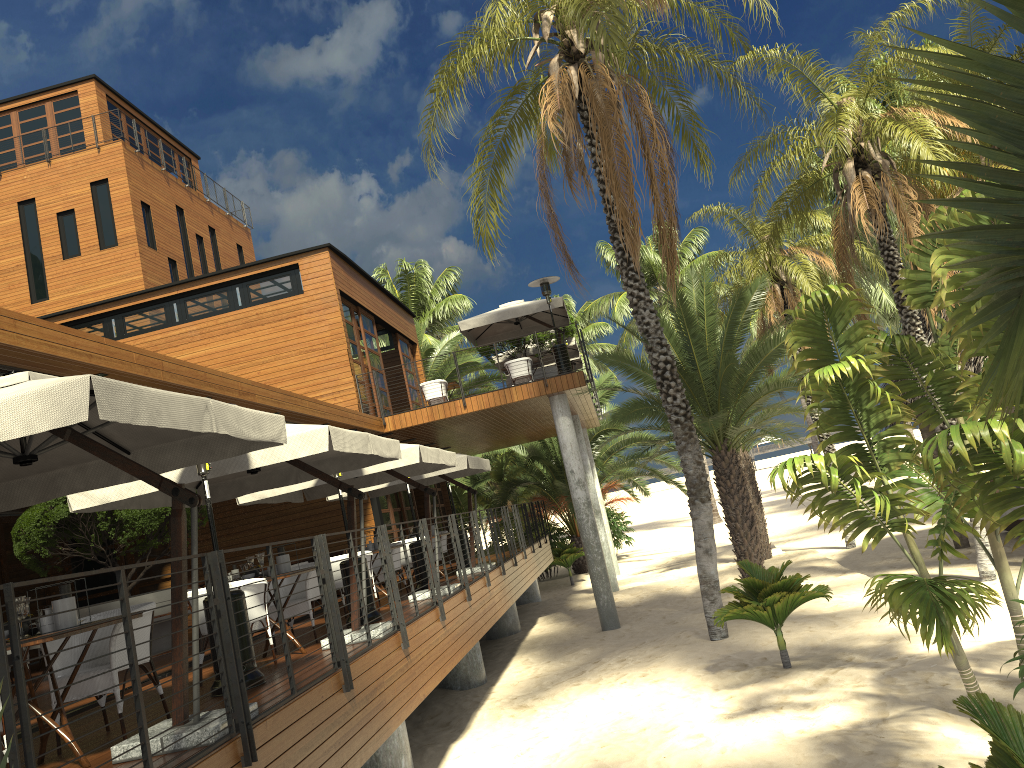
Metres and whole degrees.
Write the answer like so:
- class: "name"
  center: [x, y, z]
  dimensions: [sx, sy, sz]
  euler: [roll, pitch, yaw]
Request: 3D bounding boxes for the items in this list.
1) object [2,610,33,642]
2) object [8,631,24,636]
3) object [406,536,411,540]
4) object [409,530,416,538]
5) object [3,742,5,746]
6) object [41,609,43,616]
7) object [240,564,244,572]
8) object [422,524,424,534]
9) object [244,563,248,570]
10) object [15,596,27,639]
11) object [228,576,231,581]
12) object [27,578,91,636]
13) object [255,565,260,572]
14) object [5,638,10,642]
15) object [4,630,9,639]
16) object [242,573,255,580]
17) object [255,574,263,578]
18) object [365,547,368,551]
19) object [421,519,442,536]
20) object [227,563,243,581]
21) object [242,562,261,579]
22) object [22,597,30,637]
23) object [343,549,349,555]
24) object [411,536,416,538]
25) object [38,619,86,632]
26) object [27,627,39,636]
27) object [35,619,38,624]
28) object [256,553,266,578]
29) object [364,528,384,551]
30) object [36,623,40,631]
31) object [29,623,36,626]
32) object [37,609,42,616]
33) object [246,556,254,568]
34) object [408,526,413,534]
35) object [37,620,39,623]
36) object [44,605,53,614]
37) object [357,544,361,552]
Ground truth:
- class: "object"
  center: [-2.920, 1.406, 5.183]
  dimensions: [0.168, 0.179, 0.162]
  euler: [-13, -9, 3]
- class: "object"
  center: [-2.771, 1.412, 4.960]
  dimensions: [0.080, 0.042, 0.080]
  euler: [-12, -8, -3]
- class: "object"
  center: [-1.752, 2.609, 14.960]
  dimensions: [0.086, 0.086, 0.086]
  euler: [-13, -9, 5]
- class: "object"
  center: [-1.692, 2.580, 15.181]
  dimensions: [0.163, 0.179, 0.167]
  euler: [-14, -9, 7]
- class: "object"
  center: [-4.084, 1.955, 6.149]
  dimensions: [0.769, 1.401, 0.769]
  euler: [-11, -9, -10]
- class: "object"
  center: [-8.003, 3.951, 15.088]
  dimensions: [0.082, 0.227, 0.081]
  euler: [-5, -12, -41]
- class: "object"
  center: [-4.655, 3.239, 15.344]
  dimensions: [0.082, 0.227, 0.081]
  euler: [-7, -11, -32]
- class: "object"
  center: [-1.504, 2.472, 14.921]
  dimensions: [0.082, 0.227, 0.082]
  euler: [-14, -9, 6]
- class: "object"
  center: [-4.470, 3.142, 14.959]
  dimensions: [0.082, 0.227, 0.082]
  euler: [-20, -12, 40]
- class: "object"
  center: [-2.734, 1.300, 4.925]
  dimensions: [0.082, 0.227, 0.082]
  euler: [-14, -9, 6]
- class: "object"
  center: [-4.729, 3.248, 14.768]
  dimensions: [0.086, 0.086, 0.086]
  euler: [-14, -9, 7]
- class: "object"
  center: [-2.639, 1.298, 5.163]
  dimensions: [0.264, 0.265, 0.262]
  euler: [-6, -11, -39]
- class: "object"
  center: [-4.359, 3.156, 15.040]
  dimensions: [0.163, 0.179, 0.167]
  euler: [-6, -11, -35]
- class: "object"
  center: [-2.839, 1.414, 4.807]
  dimensions: [0.294, 0.025, 0.170]
  euler: [-13, -8, 5]
- class: "object"
  center: [-2.870, 1.424, 4.969]
  dimensions: [0.116, 0.065, 0.116]
  euler: [-14, -8, 9]
- class: "object"
  center: [-2.461, 1.814, 8.293]
  dimensions: [0.116, 0.065, 0.115]
  euler: [-13, -8, 4]
- class: "object"
  center: [-2.362, 1.802, 8.284]
  dimensions: [0.080, 0.042, 0.080]
  euler: [-7, -10, -33]
- class: "object"
  center: [-1.981, 2.240, 11.979]
  dimensions: [0.116, 0.065, 0.115]
  euler: [-13, -8, 4]
- class: "object"
  center: [-1.409, 2.470, 15.160]
  dimensions: [0.264, 0.265, 0.262]
  euler: [-6, -11, -39]
- class: "object"
  center: [-4.742, 3.204, 15.075]
  dimensions: [0.264, 0.265, 0.262]
  euler: [-6, -11, -38]
- class: "object"
  center: [-2.513, 1.797, 8.509]
  dimensions: [0.163, 0.179, 0.167]
  euler: [-14, -9, 7]
- class: "object"
  center: [-2.971, 1.423, 5.411]
  dimensions: [0.082, 0.227, 0.082]
  euler: [-14, -9, 6]
- class: "object"
  center: [-2.165, 2.215, 11.602]
  dimensions: [0.086, 0.086, 0.086]
  euler: [-14, -9, 10]
- class: "object"
  center: [-1.640, 2.596, 14.965]
  dimensions: [0.116, 0.065, 0.115]
  euler: [-11, -9, -13]
- class: "object"
  center: [-2.821, 1.510, 5.496]
  dimensions: [0.294, 0.025, 0.170]
  euler: [-13, -8, 5]
- class: "object"
  center: [-2.891, 1.495, 5.346]
  dimensions: [0.080, 0.042, 0.080]
  euler: [-12, -8, -3]
- class: "object"
  center: [-8.003, 4.011, 14.972]
  dimensions: [0.086, 0.086, 0.086]
  euler: [-7, -10, -31]
- class: "object"
  center: [-2.325, 1.690, 8.249]
  dimensions: [0.082, 0.227, 0.082]
  euler: [-14, -9, 6]
- class: "object"
  center: [-1.822, 2.076, 11.801]
  dimensions: [0.264, 0.265, 0.262]
  euler: [-6, -11, -39]
- class: "object"
  center: [-2.798, 1.461, 5.341]
  dimensions: [0.116, 0.065, 0.116]
  euler: [-14, -8, 9]
- class: "object"
  center: [-8.025, 4.016, 14.752]
  dimensions: [0.170, 0.025, 0.293]
  euler: [-7, -10, -36]
- class: "object"
  center: [-7.827, 3.858, 14.713]
  dimensions: [0.082, 0.227, 0.082]
  euler: [-3, -13, -46]
- class: "object"
  center: [-2.562, 1.813, 8.736]
  dimensions: [0.082, 0.227, 0.082]
  euler: [-12, -9, -6]
- class: "object"
  center: [-1.741, 2.596, 15.408]
  dimensions: [0.082, 0.227, 0.082]
  euler: [-14, -9, 6]
- class: "object"
  center: [-7.905, 3.988, 14.892]
  dimensions: [0.116, 0.065, 0.115]
  euler: [-10, -9, -15]
- class: "object"
  center: [-7.744, 3.866, 15.002]
  dimensions: [0.264, 0.265, 0.262]
  euler: [-6, -11, -36]
- class: "object"
  center: [-2.105, 2.186, 11.823]
  dimensions: [0.163, 0.179, 0.167]
  euler: [-14, -9, 7]
